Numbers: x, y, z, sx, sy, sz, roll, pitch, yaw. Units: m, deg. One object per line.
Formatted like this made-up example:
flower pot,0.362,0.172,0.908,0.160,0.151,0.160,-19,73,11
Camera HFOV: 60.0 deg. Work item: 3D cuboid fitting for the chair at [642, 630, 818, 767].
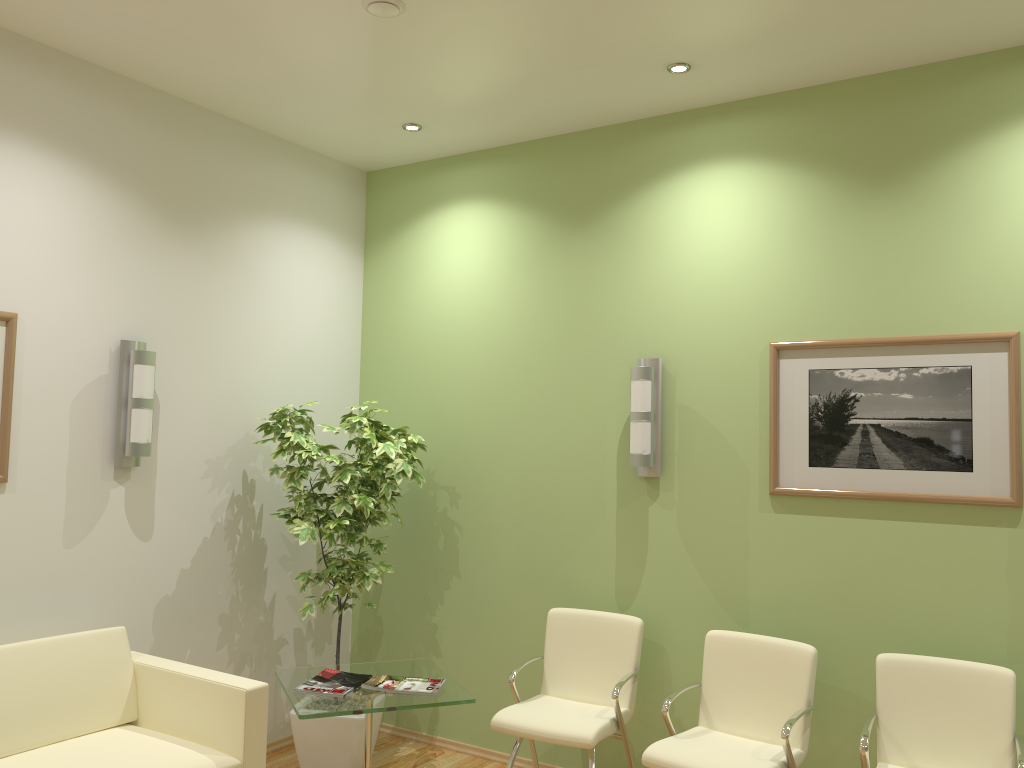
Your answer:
chair,0.892,1.510,3.583,0.536,0.881,0.650,-2,-5,38

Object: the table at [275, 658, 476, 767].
table,-0.632,1.631,3.904,0.736,0.614,0.736,3,-4,-22

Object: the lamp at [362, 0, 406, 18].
lamp,-0.492,-1.438,3.400,0.167,0.024,0.167,2,-4,-7

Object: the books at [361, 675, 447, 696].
books,-0.470,1.310,3.886,0.328,0.031,0.230,1,-4,8

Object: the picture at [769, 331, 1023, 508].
picture,1.594,0.146,3.778,1.000,0.700,0.025,-1,-5,33

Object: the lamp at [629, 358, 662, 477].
lamp,0.644,0.161,4.317,0.134,0.580,0.142,-1,-5,33

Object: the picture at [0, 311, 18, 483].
picture,-2.324,0.021,3.232,0.025,0.700,1.000,-1,-5,33

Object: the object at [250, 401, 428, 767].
object,-0.896,1.028,4.616,0.668,1.900,0.943,-2,-5,41

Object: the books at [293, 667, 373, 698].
books,-0.778,1.302,3.879,0.230,0.031,0.328,0,-4,13

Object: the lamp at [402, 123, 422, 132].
lamp,-0.530,-1.358,4.703,0.105,0.011,0.105,4,-4,-31

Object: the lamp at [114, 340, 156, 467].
lamp,-1.720,0.090,4.065,0.142,0.580,0.134,-1,-5,33

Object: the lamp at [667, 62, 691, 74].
lamp,0.733,-1.384,3.893,0.105,0.011,0.105,0,-4,14
